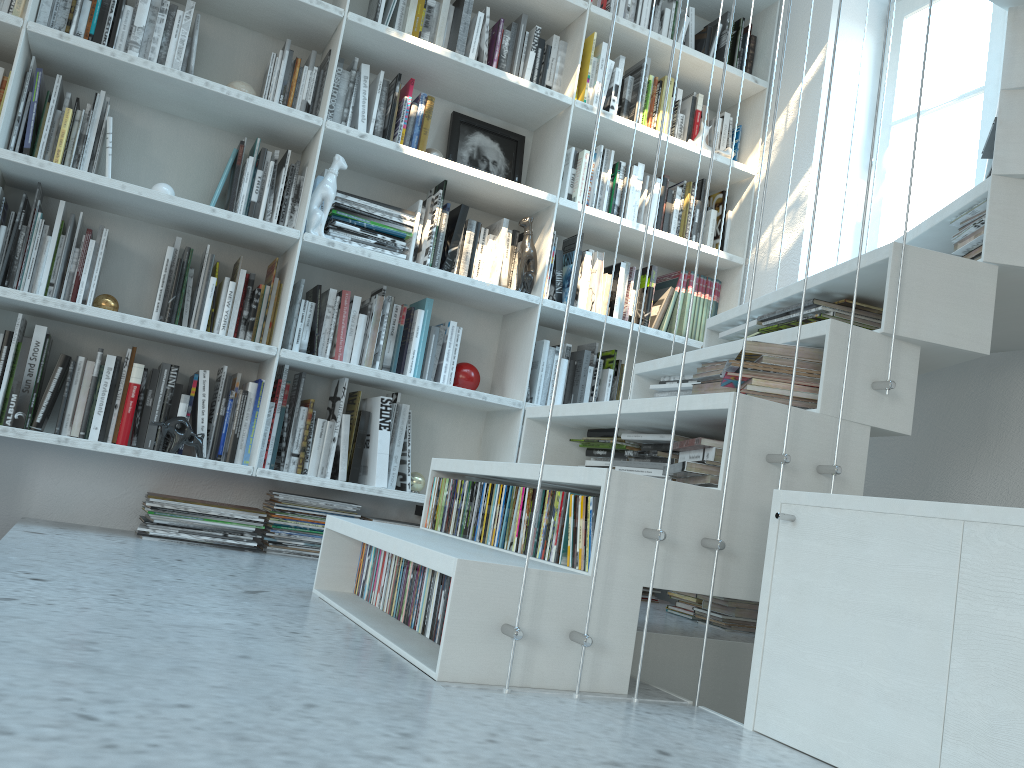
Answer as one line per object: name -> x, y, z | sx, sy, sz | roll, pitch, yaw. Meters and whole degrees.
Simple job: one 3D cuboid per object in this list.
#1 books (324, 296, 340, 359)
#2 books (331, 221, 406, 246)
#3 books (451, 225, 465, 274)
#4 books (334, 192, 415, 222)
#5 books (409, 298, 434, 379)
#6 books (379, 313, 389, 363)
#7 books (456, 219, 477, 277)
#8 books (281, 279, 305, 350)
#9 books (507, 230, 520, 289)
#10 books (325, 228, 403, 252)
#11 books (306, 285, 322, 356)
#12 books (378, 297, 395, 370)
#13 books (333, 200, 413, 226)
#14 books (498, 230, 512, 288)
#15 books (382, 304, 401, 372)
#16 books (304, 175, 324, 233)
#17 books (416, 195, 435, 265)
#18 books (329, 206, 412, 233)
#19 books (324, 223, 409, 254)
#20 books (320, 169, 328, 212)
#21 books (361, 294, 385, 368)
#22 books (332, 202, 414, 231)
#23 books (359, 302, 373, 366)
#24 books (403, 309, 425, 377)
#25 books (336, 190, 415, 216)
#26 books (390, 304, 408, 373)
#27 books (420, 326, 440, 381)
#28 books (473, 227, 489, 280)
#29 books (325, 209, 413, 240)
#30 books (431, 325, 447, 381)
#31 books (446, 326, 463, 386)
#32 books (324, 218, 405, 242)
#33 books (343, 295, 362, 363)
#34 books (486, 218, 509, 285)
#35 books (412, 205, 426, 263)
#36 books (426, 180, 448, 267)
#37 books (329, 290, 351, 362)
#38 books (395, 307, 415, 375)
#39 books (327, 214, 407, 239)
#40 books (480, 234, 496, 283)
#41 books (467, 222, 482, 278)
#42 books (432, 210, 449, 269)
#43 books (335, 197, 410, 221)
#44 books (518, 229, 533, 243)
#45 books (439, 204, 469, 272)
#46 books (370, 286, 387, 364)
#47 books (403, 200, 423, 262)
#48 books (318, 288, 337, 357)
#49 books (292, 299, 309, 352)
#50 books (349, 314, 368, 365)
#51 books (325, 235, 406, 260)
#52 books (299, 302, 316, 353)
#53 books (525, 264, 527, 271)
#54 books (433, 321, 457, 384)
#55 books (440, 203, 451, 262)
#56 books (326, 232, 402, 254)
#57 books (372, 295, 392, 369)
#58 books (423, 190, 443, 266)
books -> -0.616, -0.172, 2.951 | 0.011, 0.222, 0.163 | 13, -8, -24
books -> -0.508, -0.498, 3.026 | 0.254, 0.012, 0.161 | 14, -9, -29
books -> -0.213, -0.477, 3.189 | 0.010, 0.277, 0.129 | 13, -8, -24
books -> -0.493, -0.592, 3.045 | 0.285, 0.012, 0.159 | 13, -9, -26
books -> -0.339, -0.144, 3.076 | 0.026, 0.290, 0.181 | 13, -8, -24
books -> -0.466, -0.135, 3.029 | 0.011, 0.219, 0.150 | 13, -8, -24
books -> -0.188, -0.456, 3.176 | 0.031, 0.242, 0.147 | 13, -8, -24
books -> -0.727, -0.211, 2.921 | 0.012, 0.253, 0.161 | 13, -8, -24
books -> -0.033, -0.426, 3.250 | 0.024, 0.254, 0.145 | 13, -8, -24
books -> -0.515, -0.475, 3.029 | 0.254, 0.012, 0.161 | 13, -8, -22
books -> -0.662, -0.193, 2.932 | 0.047, 0.243, 0.177 | 13, -8, -24
books -> -0.453, -0.159, 3.038 | 0.011, 0.271, 0.152 | 13, -8, -24
books -> -0.497, -0.568, 3.042 | 0.285, 0.012, 0.159 | 13, -8, -22
books -> -0.057, -0.426, 3.223 | 0.041, 0.239, 0.176 | 13, -8, -24
books -> -0.439, -0.142, 3.047 | 0.026, 0.246, 0.166 | 13, -8, -24
books -> -0.669, -0.558, 2.935 | 0.027, 0.221, 0.184 | 13, -8, -24
books -> -0.327, -0.508, 3.124 | 0.012, 0.284, 0.159 | 13, -8, -24
books -> -0.500, -0.545, 3.039 | 0.285, 0.012, 0.159 | 13, -8, -22
books -> -0.512, -0.486, 3.031 | 0.285, 0.012, 0.159 | 13, -9, -26
books -> -0.653, -0.573, 2.976 | 0.028, 0.267, 0.138 | 13, -8, -24
books -> -0.493, -0.163, 2.992 | 0.028, 0.254, 0.191 | 13, -8, -24
books -> -0.495, -0.557, 3.034 | 0.285, 0.012, 0.159 | 14, -9, -29
books -> -0.522, -0.153, 3.003 | 0.012, 0.229, 0.179 | 13, -8, -24
books -> -0.363, -0.126, 3.060 | 0.023, 0.243, 0.190 | 13, -8, -24
books -> -0.491, -0.604, 3.046 | 0.285, 0.012, 0.159 | 13, -8, -22
books -> -0.413, -0.140, 3.037 | 0.014, 0.249, 0.177 | 13, -8, -24
books -> -0.314, -0.092, 3.090 | 0.030, 0.200, 0.189 | 13, -8, -24
books -> -0.142, -0.439, 3.216 | 0.028, 0.235, 0.129 | 13, -8, -24
books -> -0.501, -0.534, 3.035 | 0.285, 0.012, 0.159 | 13, -9, -27
books -> -0.290, -0.093, 3.118 | 0.037, 0.218, 0.139 | 13, -8, -24
books -> -0.235, -0.084, 3.135 | 0.027, 0.223, 0.170 | 13, -8, -24
books -> -0.510, -0.510, 3.038 | 0.254, 0.012, 0.161 | 13, -8, -24
books -> -0.564, -0.167, 2.987 | 0.026, 0.239, 0.177 | 13, -8, -24
books -> -0.081, -0.448, 3.210 | 0.021, 0.270, 0.191 | 13, -8, -24
books -> -0.357, -0.494, 3.118 | 0.023, 0.246, 0.138 | 13, -8, -24
books -> -0.291, -0.531, 3.111 | 0.010, 0.338, 0.180 | 13, -8, -24
books -> -0.588, -0.179, 2.959 | 0.045, 0.246, 0.185 | 13, -8, -24
books -> -0.389, -0.134, 3.076 | 0.012, 0.253, 0.161 | 13, -8, -24
books -> -0.502, -0.522, 3.030 | 0.254, 0.012, 0.161 | 12, -8, -19
books -> -0.117, -0.423, 3.219 | 0.025, 0.212, 0.155 | 13, -8, -24
books -> -0.167, -0.452, 3.206 | 0.031, 0.249, 0.133 | 13, -8, -24
books -> -0.285, -0.477, 3.120 | 0.030, 0.236, 0.179 | 13, -8, -24
books -> -0.495, -0.580, 3.043 | 0.254, 0.012, 0.161 | 13, -8, -22
books -> 0.031, -0.424, 3.297 | 0.029, 0.283, 0.138 | 13, -8, -24
books -> -0.232, -0.487, 3.151 | 0.059, 0.281, 0.167 | 13, -8, -24
books -> -0.480, -0.179, 3.023 | 0.013, 0.299, 0.147 | 13, -8, -24
books -> -0.364, -0.502, 3.095 | 0.012, 0.253, 0.161 | 13, -8, -24
books -> -0.635, -0.187, 2.957 | 0.024, 0.246, 0.143 | 13, -8, -24
books -> -0.712, -0.175, 2.914 | 0.023, 0.186, 0.159 | 13, -8, -24
books -> -0.540, -0.134, 2.983 | 0.028, 0.181, 0.186 | 13, -8, -24
books -> -0.516, -0.451, 3.019 | 0.285, 0.012, 0.159 | 12, -8, -19
books -> -0.692, -0.169, 2.921 | 0.022, 0.183, 0.162 | 13, -8, -24
books -> 0.009, -0.380, 3.254 | 0.027, 0.178, 0.166 | 13, -8, -24
books -> -0.257, -0.096, 3.124 | 0.025, 0.235, 0.181 | 13, -8, -24
books -> -0.270, -0.493, 3.147 | 0.014, 0.280, 0.131 | 13, -8, -24
books -> -0.516, -0.463, 3.023 | 0.254, 0.012, 0.161 | 12, -8, -20
books -> -0.465, -0.159, 3.010 | 0.012, 0.262, 0.186 | 13, -8, -24
books -> -0.305, -0.514, 3.105 | 0.011, 0.299, 0.184 | 13, -8, -24
